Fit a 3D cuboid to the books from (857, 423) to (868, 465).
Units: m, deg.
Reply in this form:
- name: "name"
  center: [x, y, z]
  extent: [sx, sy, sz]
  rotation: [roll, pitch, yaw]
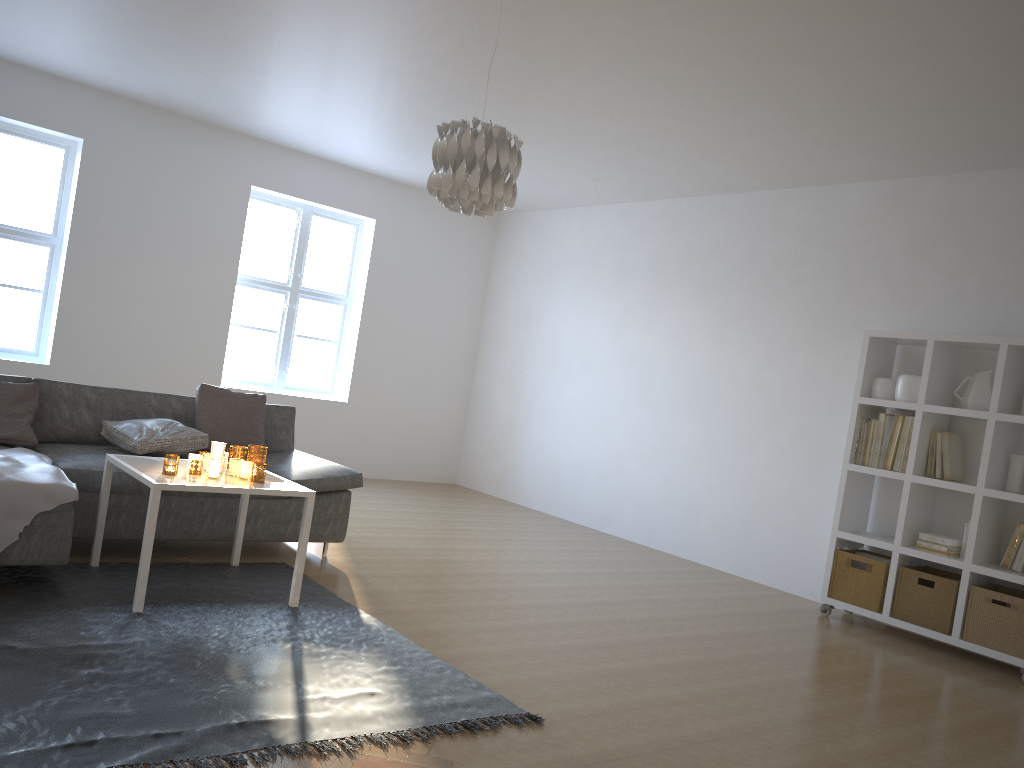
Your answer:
- name: "books"
  center: [2.211, 0.376, 5.437]
  extent: [0.253, 0.257, 0.019]
  rotation: [9, 1, -38]

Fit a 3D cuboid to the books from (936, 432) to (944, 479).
- name: "books"
  center: [2.512, 0.420, 5.133]
  extent: [0.186, 0.265, 0.061]
  rotation: [9, 1, -38]

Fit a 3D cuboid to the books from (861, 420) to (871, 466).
- name: "books"
  center: [2.236, 0.373, 5.429]
  extent: [0.253, 0.275, 0.022]
  rotation: [9, 1, -38]

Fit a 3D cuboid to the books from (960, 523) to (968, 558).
- name: "books"
  center: [2.579, 0.884, 4.988]
  extent: [0.164, 0.199, 0.014]
  rotation: [9, 1, -38]

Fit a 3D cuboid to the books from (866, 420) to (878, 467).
- name: "books"
  center: [2.245, 0.370, 5.375]
  extent: [0.253, 0.281, 0.020]
  rotation: [9, 1, -38]

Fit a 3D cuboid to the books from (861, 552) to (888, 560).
- name: "books"
  center: [2.204, 1.191, 5.415]
  extent: [0.048, 0.277, 0.223]
  rotation: [8, 1, -38]

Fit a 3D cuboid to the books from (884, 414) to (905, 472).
- name: "books"
  center: [2.331, 0.358, 5.270]
  extent: [0.253, 0.334, 0.064]
  rotation: [9, 1, -38]

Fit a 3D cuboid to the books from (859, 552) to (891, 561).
- name: "books"
  center: [2.193, 1.189, 5.405]
  extent: [0.048, 0.277, 0.223]
  rotation: [8, 1, -38]

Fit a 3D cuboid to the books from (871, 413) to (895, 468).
- name: "books"
  center: [2.279, 0.352, 5.365]
  extent: [0.253, 0.332, 0.036]
  rotation: [9, 1, -38]

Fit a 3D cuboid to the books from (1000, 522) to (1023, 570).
- name: "books"
  center: [2.734, 0.873, 4.774]
  extent: [0.170, 0.265, 0.101]
  rotation: [9, 1, -39]

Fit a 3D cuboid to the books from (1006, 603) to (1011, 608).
- name: "books"
  center: [2.723, 1.288, 4.768]
  extent: [0.081, 0.242, 0.156]
  rotation: [8, 1, -38]

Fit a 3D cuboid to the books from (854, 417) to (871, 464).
- name: "books"
  center: [2.202, 0.360, 5.456]
  extent: [0.253, 0.288, 0.020]
  rotation: [9, 1, -38]

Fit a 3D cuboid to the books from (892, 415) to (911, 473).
- name: "books"
  center: [2.370, 0.364, 5.250]
  extent: [0.253, 0.334, 0.059]
  rotation: [9, 1, -38]

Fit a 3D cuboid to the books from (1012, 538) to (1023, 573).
- name: "books"
  center: [2.769, 0.879, 4.734]
  extent: [0.170, 0.266, 0.088]
  rotation: [9, 1, -39]

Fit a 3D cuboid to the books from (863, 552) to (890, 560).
- name: "books"
  center: [2.226, 1.194, 5.433]
  extent: [0.048, 0.277, 0.223]
  rotation: [8, 1, -38]

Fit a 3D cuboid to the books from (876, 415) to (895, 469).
- name: "books"
  center: [2.296, 0.359, 5.343]
  extent: [0.253, 0.319, 0.020]
  rotation: [9, 1, -38]

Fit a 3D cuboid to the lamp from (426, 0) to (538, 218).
- name: "lamp"
  center: [-0.086, -1.197, 3.450]
  extent: [0.355, 1.065, 0.354]
  rotation: [9, 1, 4]

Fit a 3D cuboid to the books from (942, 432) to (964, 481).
- name: "books"
  center: [2.540, 0.419, 5.107]
  extent: [0.186, 0.276, 0.089]
  rotation: [9, 1, -39]

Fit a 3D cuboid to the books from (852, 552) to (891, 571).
- name: "books"
  center: [2.158, 1.183, 5.377]
  extent: [0.048, 0.277, 0.223]
  rotation: [8, 1, -38]

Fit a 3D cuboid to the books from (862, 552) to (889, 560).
- name: "books"
  center: [2.215, 1.193, 5.424]
  extent: [0.048, 0.277, 0.223]
  rotation: [8, 1, -38]

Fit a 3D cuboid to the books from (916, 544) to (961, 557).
- name: "books"
  center: [2.456, 0.949, 5.048]
  extent: [0.256, 0.028, 0.187]
  rotation: [9, 0, -38]

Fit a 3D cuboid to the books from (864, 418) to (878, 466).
- name: "books"
  center: [2.245, 0.367, 5.405]
  extent: [0.253, 0.288, 0.027]
  rotation: [9, 1, -38]

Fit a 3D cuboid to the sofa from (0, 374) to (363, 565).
- name: "sofa"
  center: [-2.027, 0.420, 4.279]
  extent: [2.635, 0.772, 1.553]
  rotation: [9, 0, -38]

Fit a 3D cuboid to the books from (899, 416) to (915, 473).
- name: "books"
  center: [2.398, 0.370, 5.214]
  extent: [0.253, 0.335, 0.069]
  rotation: [9, 1, -38]

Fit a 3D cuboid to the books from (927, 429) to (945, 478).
- name: "books"
  center: [2.487, 0.411, 5.162]
  extent: [0.186, 0.277, 0.052]
  rotation: [9, 1, -38]

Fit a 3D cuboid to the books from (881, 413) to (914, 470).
- name: "books"
  center: [2.326, 0.353, 5.306]
  extent: [0.253, 0.341, 0.055]
  rotation: [9, 1, -38]

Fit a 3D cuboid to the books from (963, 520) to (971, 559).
- name: "books"
  center: [2.590, 0.875, 4.975]
  extent: [0.164, 0.220, 0.016]
  rotation: [9, 1, -38]

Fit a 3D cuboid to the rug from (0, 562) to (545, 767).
- name: "rug"
  center: [-1.295, 0.887, 3.104]
  extent: [2.017, 0.055, 2.108]
  rotation: [9, 0, -39]

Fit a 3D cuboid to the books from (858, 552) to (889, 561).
- name: "books"
  center: [2.182, 1.187, 5.397]
  extent: [0.048, 0.277, 0.223]
  rotation: [8, 1, -38]

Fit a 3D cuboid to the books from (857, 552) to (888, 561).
- name: "books"
  center: [2.170, 1.185, 5.387]
  extent: [0.048, 0.277, 0.223]
  rotation: [8, 1, -38]

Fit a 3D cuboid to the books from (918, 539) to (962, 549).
- name: "books"
  center: [2.466, 0.910, 5.047]
  extent: [0.249, 0.013, 0.189]
  rotation: [9, 0, -38]

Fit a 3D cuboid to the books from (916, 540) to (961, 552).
- name: "books"
  center: [2.459, 0.924, 5.048]
  extent: [0.256, 0.020, 0.187]
  rotation: [9, 0, -33]

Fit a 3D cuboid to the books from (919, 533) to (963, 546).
- name: "books"
  center: [2.465, 0.886, 5.047]
  extent: [0.256, 0.032, 0.187]
  rotation: [9, 0, -38]
